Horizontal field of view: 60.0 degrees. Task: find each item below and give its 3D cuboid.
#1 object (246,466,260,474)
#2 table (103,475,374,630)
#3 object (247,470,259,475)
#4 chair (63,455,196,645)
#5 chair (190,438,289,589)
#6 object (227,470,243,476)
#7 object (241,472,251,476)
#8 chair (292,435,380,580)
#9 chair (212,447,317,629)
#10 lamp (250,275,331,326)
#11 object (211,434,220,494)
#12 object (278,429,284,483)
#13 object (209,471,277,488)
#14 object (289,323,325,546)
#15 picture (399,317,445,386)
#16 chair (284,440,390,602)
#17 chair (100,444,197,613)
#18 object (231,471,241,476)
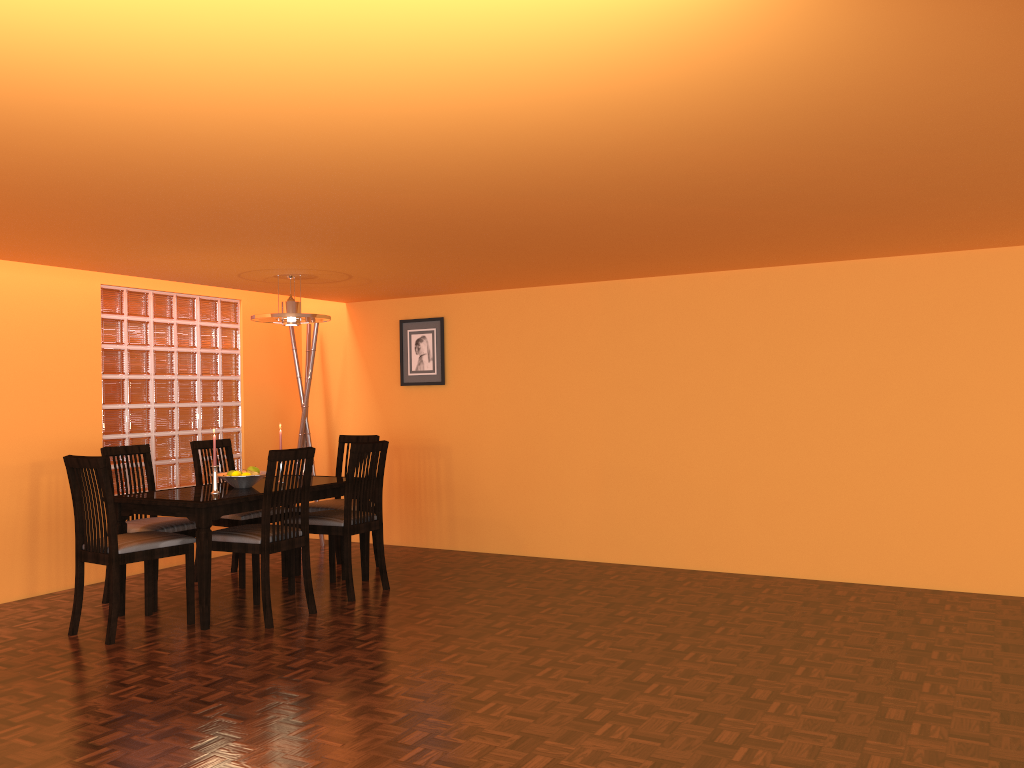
[{"bbox_3d":[-1.366,0.466,4.679,0.069,0.066,0.069,-2,-1,39],"label":"object"},{"bbox_3d":[-1.362,0.829,4.640,0.697,0.584,1.259,-1,-1,29],"label":"table"},{"bbox_3d":[-1.340,0.478,4.604,0.055,0.070,0.066,-1,-1,10],"label":"object"},{"bbox_3d":[-1.740,0.716,4.023,0.373,0.809,0.465,-2,-1,34],"label":"chair"},{"bbox_3d":[-1.581,0.726,5.100,0.465,0.809,0.373,-1,-1,29],"label":"chair"},{"bbox_3d":[-1.439,0.487,4.605,0.089,0.076,0.087,-2,-1,35],"label":"object"},{"bbox_3d":[-1.363,0.477,4.547,0.055,0.046,0.046,-1,-1,-8],"label":"object"},{"bbox_3d":[-1.021,0.718,5.297,0.373,0.809,0.465,-1,-1,24],"label":"chair"},{"bbox_3d":[-1.193,0.708,4.223,0.465,0.809,0.373,-1,-1,29],"label":"chair"},{"bbox_3d":[-1.230,-0.463,4.935,0.435,0.274,0.435,0,-1,-39],"label":"lamp"},{"bbox_3d":[-1.457,0.372,4.348,0.044,0.326,0.044,-1,-1,18],"label":"object"},{"bbox_3d":[-1.267,0.375,4.862,0.044,0.326,0.044,-1,-1,18],"label":"object"},{"bbox_3d":[-1.399,0.501,4.614,0.337,0.072,0.337,-1,-1,-5],"label":"object"},{"bbox_3d":[-1.435,0.350,6.208,0.226,1.589,0.308,0,-1,-39],"label":"object"},{"bbox_3d":[-0.614,-0.218,6.038,0.361,0.456,0.014,-1,-1,29],"label":"picture"},{"bbox_3d":[-0.912,0.709,4.727,0.465,0.809,0.373,-1,-1,29],"label":"chair"},{"bbox_3d":[-1.861,0.725,4.596,0.465,0.809,0.373,-1,-1,29],"label":"chair"},{"bbox_3d":[-1.405,0.466,4.519,0.046,0.046,0.055,-1,-1,12],"label":"object"}]
